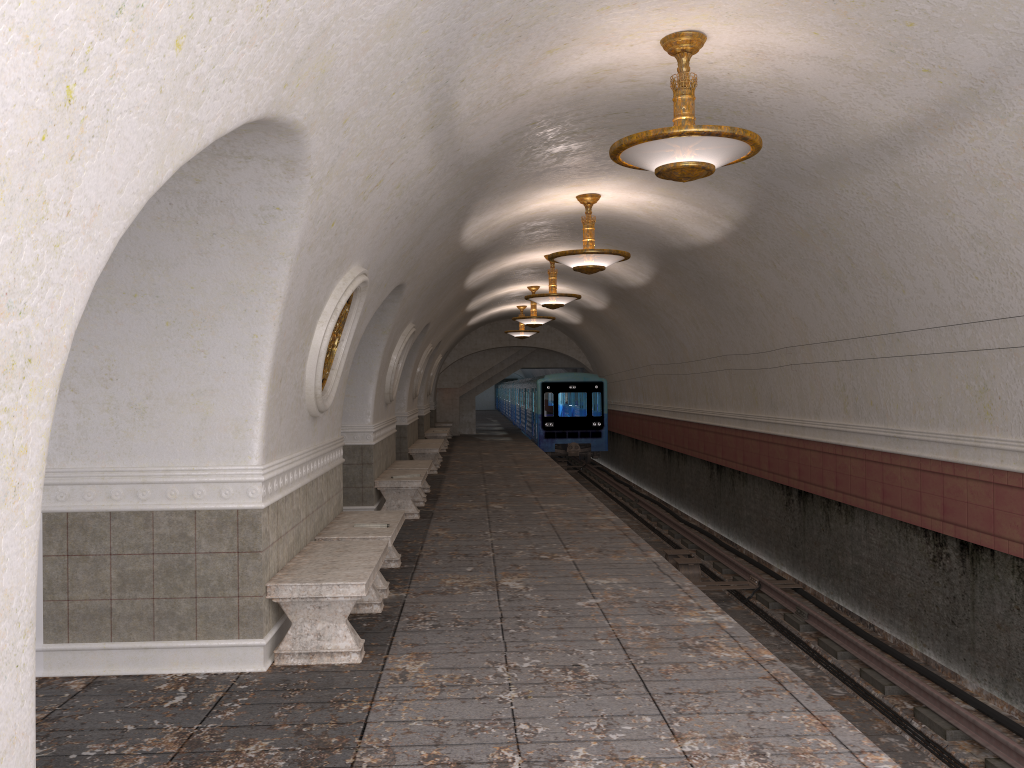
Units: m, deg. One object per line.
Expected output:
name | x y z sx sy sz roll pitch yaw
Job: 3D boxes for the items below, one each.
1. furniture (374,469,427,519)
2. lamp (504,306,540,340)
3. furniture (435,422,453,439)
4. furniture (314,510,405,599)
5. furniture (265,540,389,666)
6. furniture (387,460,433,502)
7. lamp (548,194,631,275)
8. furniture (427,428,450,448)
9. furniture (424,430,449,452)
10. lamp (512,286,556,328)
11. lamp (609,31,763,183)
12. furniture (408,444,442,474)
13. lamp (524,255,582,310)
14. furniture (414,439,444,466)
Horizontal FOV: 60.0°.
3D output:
furniture | -1.498 1.497 12.155 0.613 0.508 1.509 -1 0 -3
lamp | 0.282 -1.743 25.284 1.008 0.955 1.008 -1 0 43
furniture | -2.323 1.580 30.422 0.613 0.508 1.509 -1 0 -3
furniture | -1.303 1.477 7.832 0.613 0.508 1.509 -1 0 -3
furniture | -1.227 1.470 6.152 0.613 0.508 1.509 -1 0 -3
furniture | -1.574 1.505 13.835 0.613 0.508 1.509 -1 0 -3
lamp | 0.936 -1.809 10.811 1.008 0.955 1.008 -1 0 -19
furniture | -2.115 1.559 25.806 0.613 0.508 1.509 -1 0 -3
furniture | -2.039 1.552 24.126 0.613 0.508 1.509 -1 0 -3
lamp | 0.500 -1.765 20.459 1.008 0.955 1.008 -1 0 13
lamp | 1.156 -1.831 5.954 1.008 0.955 1.008 -1 0 -19
furniture | -1.770 1.524 18.169 0.613 0.508 1.509 -1 0 -3
lamp | 0.718 -1.787 15.636 1.008 0.955 1.008 -1 0 13
furniture | -1.846 1.532 19.849 0.613 0.508 1.509 -1 0 -3
